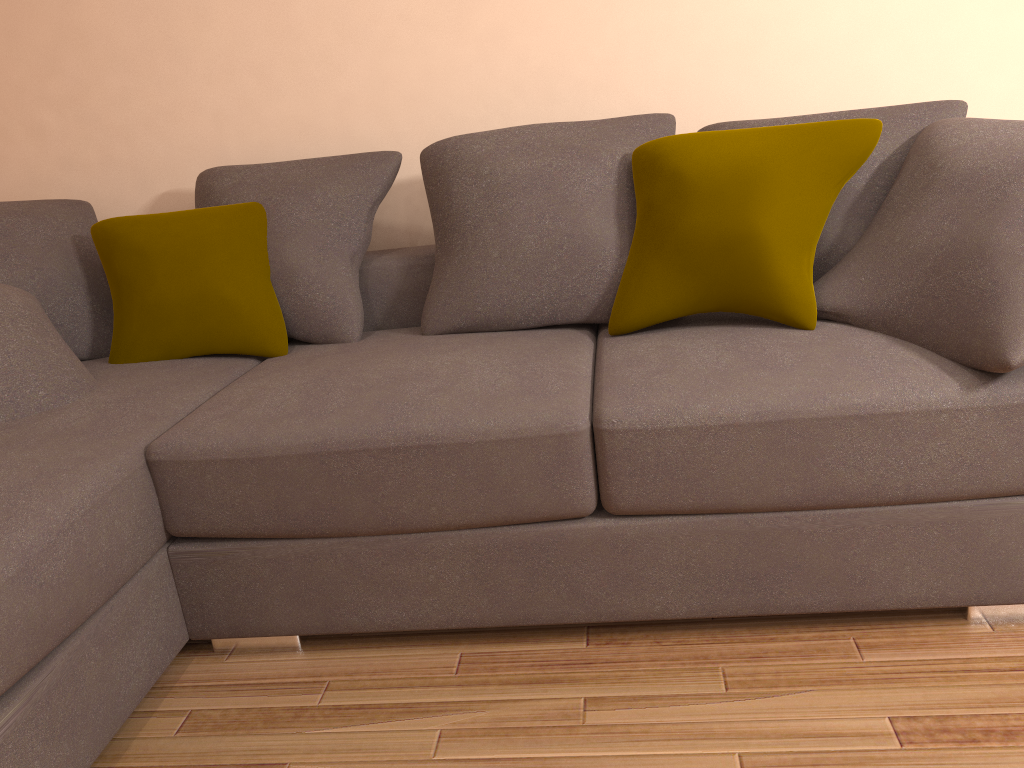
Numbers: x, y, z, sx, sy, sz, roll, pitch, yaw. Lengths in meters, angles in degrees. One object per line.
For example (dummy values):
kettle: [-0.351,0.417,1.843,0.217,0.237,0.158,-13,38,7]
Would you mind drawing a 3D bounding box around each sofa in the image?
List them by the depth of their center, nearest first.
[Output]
sofa: [-0.265,0.175,2.230,3.565,0.776,1.906,-5,17,8]

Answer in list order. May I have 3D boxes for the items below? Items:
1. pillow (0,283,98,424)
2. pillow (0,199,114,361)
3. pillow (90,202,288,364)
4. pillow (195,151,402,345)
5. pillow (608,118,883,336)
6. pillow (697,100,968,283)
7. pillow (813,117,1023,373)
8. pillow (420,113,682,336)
pillow: [-1.488,-0.005,2.236,0.792,0.415,0.645,-22,23,-40]
pillow: [-1.597,-0.306,2.768,0.806,0.578,0.483,-22,23,-40]
pillow: [-0.981,-0.286,2.727,0.631,0.486,0.335,-7,17,1]
pillow: [-0.749,-0.429,2.894,0.787,0.576,0.431,0,19,22]
pillow: [0.587,-0.401,2.296,0.658,0.492,0.382,4,20,31]
pillow: [0.808,-0.435,2.532,0.399,0.635,0.811,-21,22,-37]
pillow: [1.038,-0.339,1.987,0.560,0.470,0.749,-13,18,-20]
pillow: [0.104,-0.467,2.638,0.783,0.590,0.459,-3,18,12]
